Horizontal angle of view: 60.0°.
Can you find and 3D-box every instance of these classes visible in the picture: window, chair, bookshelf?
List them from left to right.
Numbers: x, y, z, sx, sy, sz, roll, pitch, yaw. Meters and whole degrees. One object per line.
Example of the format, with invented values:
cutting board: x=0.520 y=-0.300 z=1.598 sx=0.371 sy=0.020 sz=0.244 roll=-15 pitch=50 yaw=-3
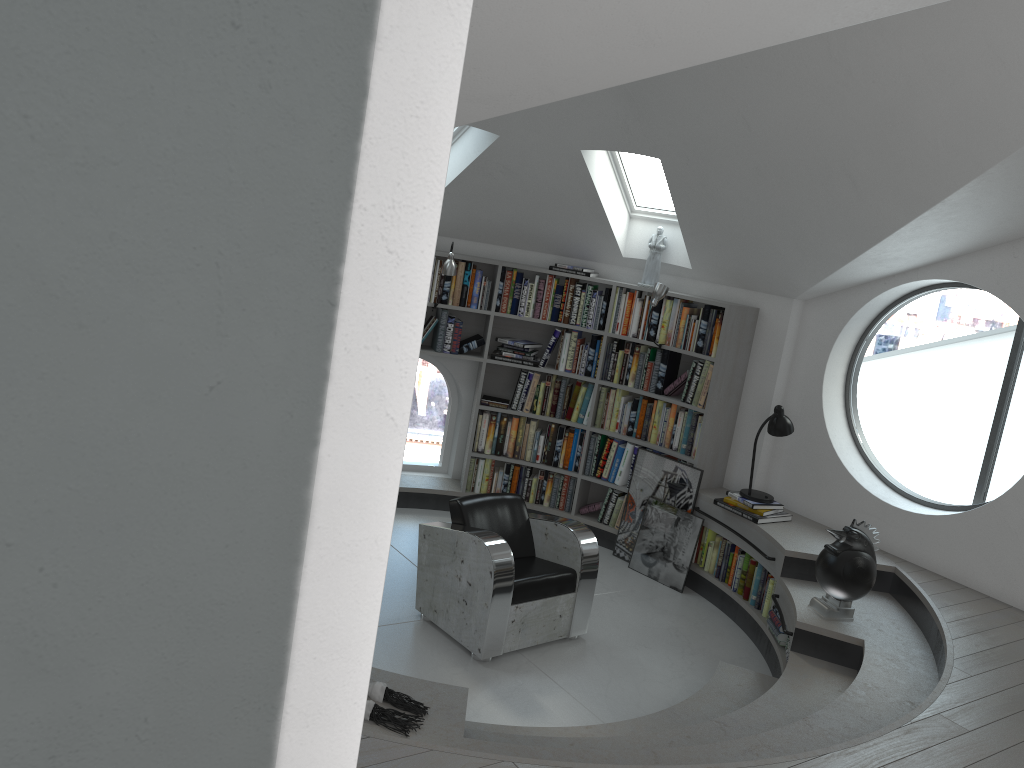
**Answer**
window: x=-1.662 y=0.241 z=6.570 sx=0.619 sy=1.146 sz=3.232 roll=17 pitch=12 yaw=39
bookshelf: x=-0.693 y=0.050 z=6.133 sx=4.329 sy=1.872 sz=2.119 roll=2 pitch=12 yaw=-36
window: x=-0.403 y=-1.672 z=5.877 sx=4.052 sy=0.710 sz=1.942 roll=2 pitch=12 yaw=-36
chair: x=-0.040 y=1.094 z=5.272 sx=0.823 sy=0.716 sz=0.745 roll=1 pitch=12 yaw=-41
window: x=2.834 y=0.077 z=5.727 sx=0.104 sy=1.464 sz=1.478 roll=3 pitch=11 yaw=-36

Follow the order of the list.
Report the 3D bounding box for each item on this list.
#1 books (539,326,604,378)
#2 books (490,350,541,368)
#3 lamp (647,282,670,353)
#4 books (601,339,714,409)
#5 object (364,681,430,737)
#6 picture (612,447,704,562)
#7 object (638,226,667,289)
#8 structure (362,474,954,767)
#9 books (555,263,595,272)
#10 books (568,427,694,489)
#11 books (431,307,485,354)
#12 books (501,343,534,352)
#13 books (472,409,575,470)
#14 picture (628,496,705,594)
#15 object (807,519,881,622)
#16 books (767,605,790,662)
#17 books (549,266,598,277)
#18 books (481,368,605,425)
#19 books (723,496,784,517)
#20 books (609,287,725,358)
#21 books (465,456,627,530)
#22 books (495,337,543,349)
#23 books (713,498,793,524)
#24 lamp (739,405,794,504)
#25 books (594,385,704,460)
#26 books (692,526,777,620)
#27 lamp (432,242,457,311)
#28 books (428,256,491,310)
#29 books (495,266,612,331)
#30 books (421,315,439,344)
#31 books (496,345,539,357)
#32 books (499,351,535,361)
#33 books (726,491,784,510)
books: x=0.513 y=-0.268 z=7.094 sx=0.553 sy=0.349 sz=0.256 roll=11 pitch=9 yaw=10
books: x=0.037 y=-0.212 z=7.201 sx=0.388 sy=0.042 sz=0.367 roll=10 pitch=10 yaw=3
lamp: x=1.098 y=-0.476 z=6.507 sx=0.275 sy=0.523 sz=0.113 roll=1 pitch=12 yaw=-45
books: x=1.160 y=-0.097 z=6.743 sx=1.056 sy=0.356 sz=0.279 roll=17 pitch=12 yaw=38
object: x=-0.538 y=1.177 z=3.292 sx=0.474 sy=0.082 sz=0.218 roll=12 pitch=10 yaw=16
picture: x=1.075 y=0.966 z=6.586 sx=0.581 sy=0.859 sz=0.090 roll=18 pitch=12 yaw=43
object: x=1.087 y=-0.965 z=6.753 sx=0.179 sy=0.470 sz=0.180 roll=5 pitch=10 yaw=-27
structure: x=-0.037 y=1.123 z=5.148 sx=4.713 sy=0.690 sz=4.727 roll=11 pitch=10 yaw=8
books: x=0.499 y=-0.923 z=7.056 sx=0.248 sy=0.027 sz=0.233 roll=14 pitch=11 yaw=26
books: x=0.981 y=0.633 z=6.885 sx=1.188 sy=0.357 sz=0.304 roll=16 pitch=11 yaw=34
books: x=-0.408 y=-0.413 z=7.067 sx=0.398 sy=0.339 sz=0.225 roll=7 pitch=9 yaw=-16
books: x=0.052 y=-0.304 z=7.188 sx=0.227 sy=0.036 sz=0.214 roll=12 pitch=10 yaw=13
books: x=0.110 y=0.425 z=7.219 sx=0.872 sy=0.349 sz=0.273 roll=10 pitch=9 yaw=5
picture: x=1.114 y=1.162 z=6.441 sx=0.107 sy=0.553 sz=0.491 roll=1 pitch=13 yaw=-46
object: x=1.855 y=1.017 z=4.920 sx=0.321 sy=0.560 sz=0.320 roll=14 pitch=10 yaw=26
books: x=1.659 y=1.503 z=5.132 sx=0.240 sy=0.167 sz=0.667 roll=10 pitch=10 yaw=4
books: x=0.495 y=-0.896 z=7.060 sx=0.336 sy=0.036 sz=0.317 roll=12 pitch=10 yaw=16
books: x=0.255 y=0.071 z=7.144 sx=0.974 sy=0.351 sz=0.252 roll=11 pitch=9 yaw=6
books: x=1.656 y=0.827 z=6.075 sx=0.286 sy=0.034 sz=0.306 roll=-1 pitch=14 yaw=-46
books: x=1.215 y=-0.473 z=6.695 sx=1.018 sy=0.361 sz=0.293 roll=17 pitch=11 yaw=35
books: x=0.316 y=0.840 z=7.185 sx=1.499 sy=0.310 sz=0.360 roll=12 pitch=10 yaw=15
books: x=0.057 y=-0.335 z=7.183 sx=0.287 sy=0.031 sz=0.269 roll=16 pitch=12 yaw=33
books: x=1.650 y=0.863 z=6.081 sx=0.365 sy=0.042 sz=0.390 roll=2 pitch=12 yaw=-36
lamp: x=1.750 y=0.464 z=6.037 sx=0.322 sy=0.657 sz=0.235 roll=6 pitch=9 yaw=-21
books: x=1.105 y=0.278 z=6.800 sx=1.025 sy=0.346 sz=0.275 roll=17 pitch=12 yaw=38
books: x=1.579 y=1.257 z=6.054 sx=0.272 sy=0.297 sz=1.153 roll=6 pitch=11 yaw=-22
lamp: x=-0.532 y=-0.801 z=6.672 sx=0.113 sy=0.564 sz=0.359 roll=5 pitch=10 yaw=-29
books: x=-0.865 y=-0.837 z=6.761 sx=1.564 sy=0.365 sz=0.396 roll=4 pitch=11 yaw=-31
books: x=0.317 y=-0.691 z=7.053 sx=0.970 sy=0.366 sz=0.307 roll=11 pitch=9 yaw=7
books: x=-1.477 y=-0.427 z=6.166 sx=0.593 sy=0.369 sz=2.531 roll=16 pitch=12 yaw=33
books: x=0.047 y=-0.274 z=7.192 sx=0.286 sy=0.031 sz=0.270 roll=12 pitch=10 yaw=13
books: x=0.042 y=-0.244 z=7.197 sx=0.285 sy=0.031 sz=0.270 roll=9 pitch=10 yaw=-2
books: x=1.662 y=0.796 z=6.071 sx=0.269 sy=0.031 sz=0.287 roll=5 pitch=11 yaw=-26
